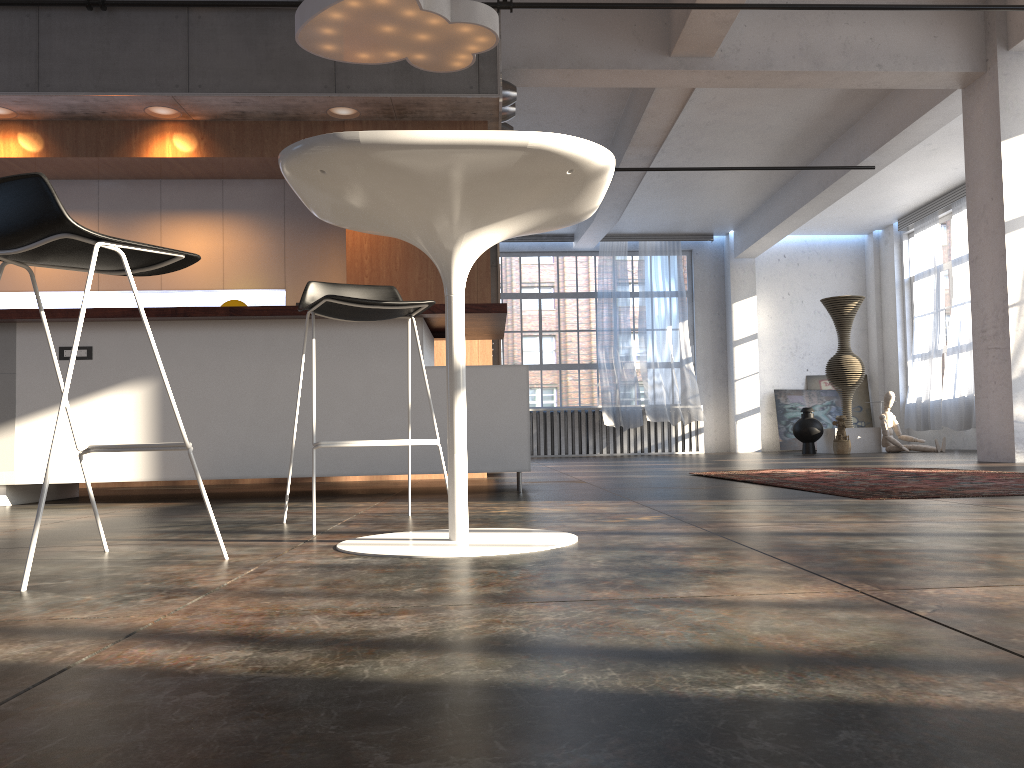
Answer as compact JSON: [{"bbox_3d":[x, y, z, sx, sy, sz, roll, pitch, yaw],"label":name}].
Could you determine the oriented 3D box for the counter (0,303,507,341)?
[{"bbox_3d":[-3.358,0.176,4.776,6.673,0.970,1.140,-1,-3,-4],"label":"counter"}]

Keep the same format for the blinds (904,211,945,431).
[{"bbox_3d":[6.708,-1.086,14.391,0.340,3.693,1.032,-1,-3,-5],"label":"blinds"}]

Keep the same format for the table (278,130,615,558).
[{"bbox_3d":[-0.148,-0.055,2.335,0.831,0.950,0.827,-1,-3,-3],"label":"table"}]

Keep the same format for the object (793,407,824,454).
[{"bbox_3d":[4.405,0.698,13.174,0.452,0.692,0.434,1,-4,-38],"label":"object"}]

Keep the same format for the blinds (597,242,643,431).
[{"bbox_3d":[1.865,-0.933,15.649,0.694,3.555,0.875,-1,-3,-3],"label":"blinds"}]

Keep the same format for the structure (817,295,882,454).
[{"bbox_3d":[4.993,-0.116,13.246,0.678,2.324,0.749,-1,-3,-3],"label":"structure"}]

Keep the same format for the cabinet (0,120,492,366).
[{"bbox_3d":[-4.244,-0.582,7.591,8.128,2.560,2.375,-1,-3,-4],"label":"cabinet"}]

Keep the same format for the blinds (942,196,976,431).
[{"bbox_3d":[6.752,-1.157,13.204,0.316,3.709,1.023,-1,-3,-3],"label":"blinds"}]

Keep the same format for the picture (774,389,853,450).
[{"bbox_3d":[5.501,0.647,16.101,1.437,1.140,0.304,-1,-3,-6],"label":"picture"}]

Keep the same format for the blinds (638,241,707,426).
[{"bbox_3d":[2.771,-0.995,15.574,1.060,3.497,0.998,-1,-3,-2],"label":"blinds"}]

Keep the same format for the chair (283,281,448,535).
[{"bbox_3d":[-0.485,0.083,2.931,0.471,0.894,0.497,0,-3,-26],"label":"chair"}]

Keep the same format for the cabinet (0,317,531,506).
[{"bbox_3d":[-2.745,0.194,4.806,5.663,0.929,0.920,-1,-3,-4],"label":"cabinet"}]

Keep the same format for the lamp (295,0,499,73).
[{"bbox_3d":[-0.672,-2.098,5.261,0.987,0.130,1.103,-5,-5,43],"label":"lamp"}]

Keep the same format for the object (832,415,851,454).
[{"bbox_3d":[4.585,0.739,12.316,0.236,0.600,0.224,-2,-3,25],"label":"object"}]

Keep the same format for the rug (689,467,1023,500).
[{"bbox_3d":[2.231,0.526,4.976,1.859,0.029,2.881,-1,-4,-2],"label":"rug"}]

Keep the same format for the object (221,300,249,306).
[{"bbox_3d":[-2.150,-0.463,6.906,0.275,0.381,0.099,-1,-3,-4],"label":"object"}]

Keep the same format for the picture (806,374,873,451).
[{"bbox_3d":[6.029,0.517,16.244,1.150,1.385,0.253,-1,-3,-4],"label":"picture"}]
